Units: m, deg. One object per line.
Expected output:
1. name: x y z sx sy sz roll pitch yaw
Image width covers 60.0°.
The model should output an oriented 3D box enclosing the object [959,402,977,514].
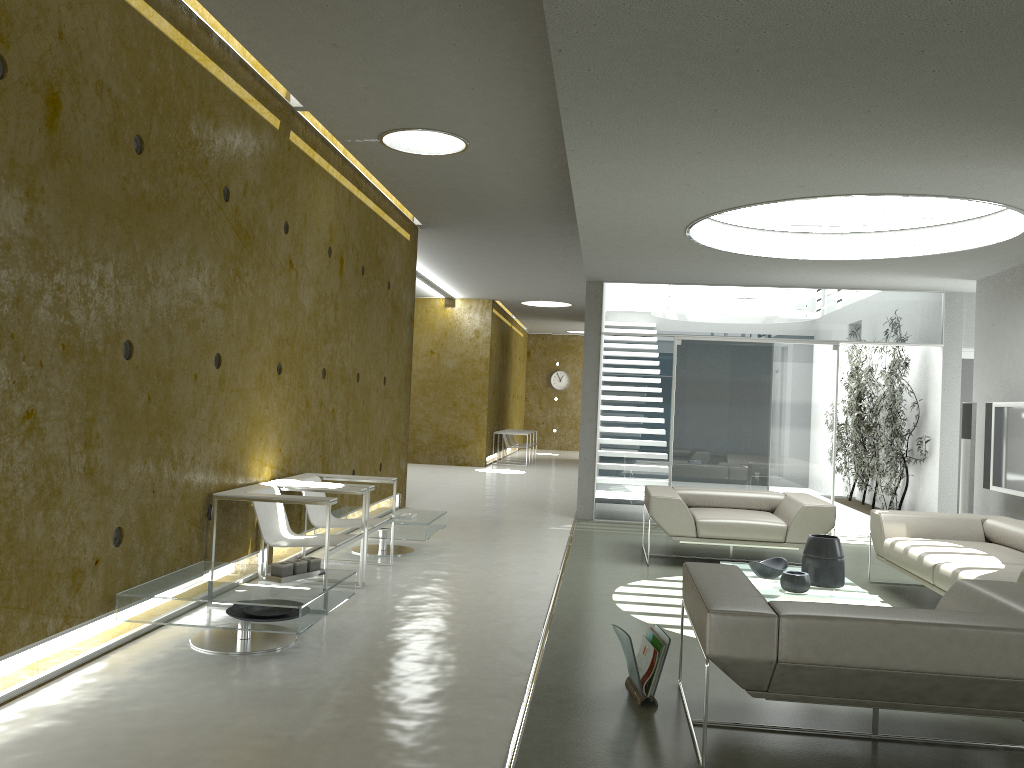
1. object: 4.269 0.907 8.306 0.310 1.469 0.310 2 -1 33

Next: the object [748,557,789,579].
1. object: 1.681 1.213 5.820 0.223 0.125 0.317 1 -2 43

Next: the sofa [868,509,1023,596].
1. sofa: 3.129 1.237 5.475 1.037 0.585 2.791 2 -1 6

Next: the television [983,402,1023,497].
1. television: 4.221 0.535 7.167 0.127 0.781 1.603 2 -1 6

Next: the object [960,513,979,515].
1. object: 4.094 1.396 7.920 0.175 0.461 0.185 2 -1 1

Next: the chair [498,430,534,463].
1. chair: 0.092 1.370 19.455 0.710 0.667 0.800 2 -1 6

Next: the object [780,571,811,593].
1. object: 1.734 1.213 5.427 0.177 0.113 0.177 3 -1 -13

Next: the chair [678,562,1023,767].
1. chair: 1.467 1.125 3.567 1.481 0.583 1.039 2 -1 6

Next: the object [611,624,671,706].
1. object: 0.567 1.242 3.963 0.216 0.288 0.329 3 -1 -4

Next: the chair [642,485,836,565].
1. chair: 1.899 1.233 7.642 1.481 0.583 1.039 2 -1 6

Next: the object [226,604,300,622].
1. object: -1.201 1.124 4.361 0.394 0.027 0.394 3 -1 -11

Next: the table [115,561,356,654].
1. table: -1.371 1.165 4.563 0.900 0.300 0.900 2 -1 6

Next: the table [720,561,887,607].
1. table: 1.812 1.377 5.615 0.790 0.200 1.500 2 -1 6

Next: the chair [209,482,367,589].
1. chair: -1.379 1.003 5.567 0.710 0.667 0.800 2 -1 6

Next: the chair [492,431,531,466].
1. chair: 0.002 1.348 18.604 0.710 0.667 0.800 2 -1 6

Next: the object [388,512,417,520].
1. object: -0.895 1.080 7.250 0.197 0.029 0.189 2 -1 6

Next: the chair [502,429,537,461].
1. chair: 0.182 1.393 20.306 0.710 0.667 0.800 2 -1 6

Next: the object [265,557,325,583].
1. object: -1.147 0.980 4.718 0.118 0.097 0.326 2 -1 31

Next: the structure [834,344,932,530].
1. structure: 4.533 0.426 11.399 0.646 2.589 3.371 2 -1 6

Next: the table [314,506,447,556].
1. table: -1.071 1.240 7.395 0.900 0.300 0.900 2 -1 6

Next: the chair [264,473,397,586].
1. chair: -1.289 1.025 6.418 0.710 0.667 0.800 2 -1 6

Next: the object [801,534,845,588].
1. object: 1.996 1.131 5.687 0.265 0.309 0.265 3 -1 -11

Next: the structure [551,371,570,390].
1. structure: 1.375 -0.099 25.119 0.547 0.539 0.016 2 -1 6

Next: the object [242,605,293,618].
1. object: -1.201 1.121 4.361 0.239 0.027 0.239 2 -1 23
